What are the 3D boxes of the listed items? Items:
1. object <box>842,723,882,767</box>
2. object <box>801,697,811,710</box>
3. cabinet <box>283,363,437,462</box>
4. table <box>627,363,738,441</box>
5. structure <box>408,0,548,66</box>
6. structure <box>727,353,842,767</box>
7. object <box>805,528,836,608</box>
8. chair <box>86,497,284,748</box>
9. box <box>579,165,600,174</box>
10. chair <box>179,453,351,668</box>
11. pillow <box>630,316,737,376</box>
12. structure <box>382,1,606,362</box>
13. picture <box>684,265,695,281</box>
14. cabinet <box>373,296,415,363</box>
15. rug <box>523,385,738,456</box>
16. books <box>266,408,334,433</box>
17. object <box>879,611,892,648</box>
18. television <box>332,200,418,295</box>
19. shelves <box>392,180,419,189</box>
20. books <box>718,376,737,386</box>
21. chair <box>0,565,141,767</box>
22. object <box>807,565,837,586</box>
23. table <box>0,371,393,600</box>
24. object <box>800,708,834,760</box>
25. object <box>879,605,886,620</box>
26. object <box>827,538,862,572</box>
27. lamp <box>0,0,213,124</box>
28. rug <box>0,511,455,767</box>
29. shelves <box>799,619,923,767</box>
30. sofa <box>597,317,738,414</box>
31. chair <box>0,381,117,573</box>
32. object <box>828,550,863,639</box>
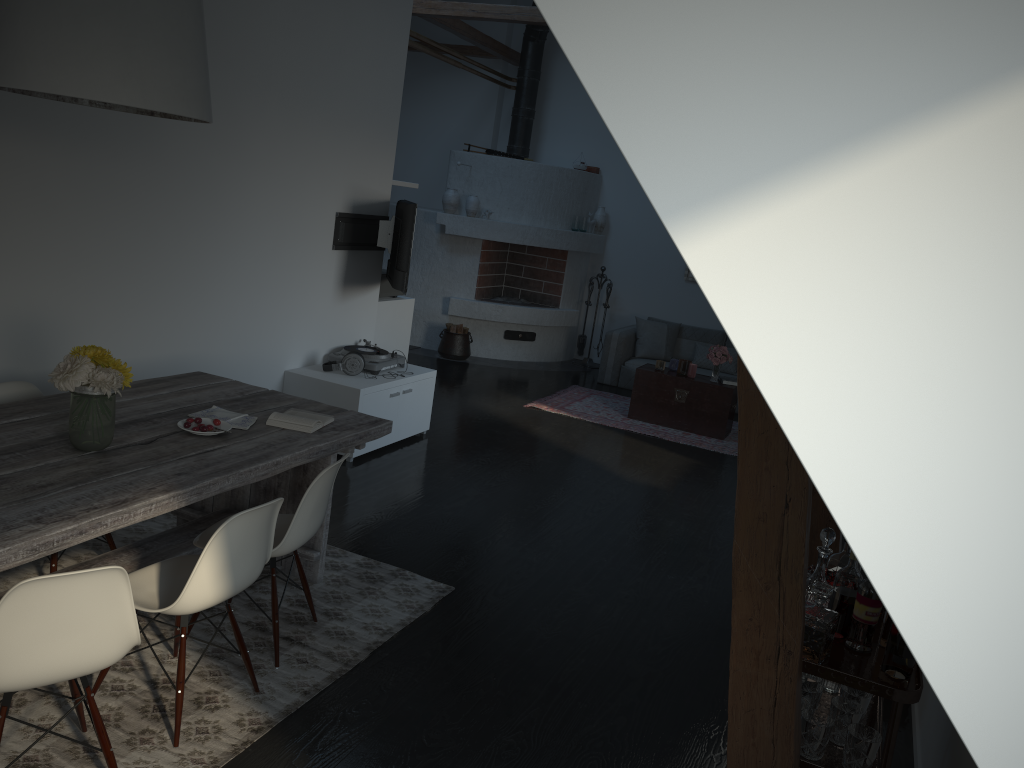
[{"bbox_3d":[0.995,1.049,2.536,0.095,0.119,0.095,5,12,-16],"label":"object"},{"bbox_3d":[0.849,1.007,2.686,0.092,0.099,0.092,8,12,-1],"label":"object"},{"bbox_3d":[-1.080,0.150,6.421,0.623,0.507,1.069,13,12,21],"label":"cabinet"},{"bbox_3d":[1.627,0.156,8.394,0.962,0.492,0.471,13,12,21],"label":"table"},{"bbox_3d":[-2.016,-3.600,6.372,10.230,3.562,15.910,14,13,26],"label":"structure"},{"bbox_3d":[1.545,0.392,3.590,1.023,1.963,12.350,13,12,21],"label":"structure"},{"bbox_3d":[0.964,0.588,2.780,0.114,0.292,0.114,7,12,-6],"label":"object"},{"bbox_3d":[-1.074,0.709,2.983,0.542,0.801,0.465,13,12,22],"label":"chair"},{"bbox_3d":[0.945,-2.630,10.881,0.229,0.078,0.127,13,12,21],"label":"box"},{"bbox_3d":[-0.955,0.622,3.489,0.542,0.801,0.465,10,12,7],"label":"chair"},{"bbox_3d":[2.318,-0.353,9.803,2.075,0.515,0.444,13,12,21],"label":"pillow"},{"bbox_3d":[-0.167,-2.873,11.311,3.058,4.752,3.049,15,13,29],"label":"structure"},{"bbox_3d":[2.594,-1.733,10.383,0.965,1.185,0.025,13,12,21],"label":"picture"},{"bbox_3d":[-1.397,-0.329,7.473,0.869,0.921,0.638,13,12,21],"label":"cabinet"},{"bbox_3d":[1.574,0.379,8.473,2.647,0.029,1.512,13,12,21],"label":"rug"},{"bbox_3d":[-0.905,0.147,3.812,0.202,0.042,0.251,10,12,9],"label":"books"},{"bbox_3d":[1.162,0.662,2.656,0.067,0.257,0.099,14,13,26],"label":"object"},{"bbox_3d":[-1.049,-1.054,6.535,0.537,0.652,1.005,6,12,-13],"label":"television"},{"bbox_3d":[-1.578,-1.738,7.249,1.604,0.038,0.478,13,12,21],"label":"shelves"},{"bbox_3d":[2.035,-0.029,8.293,0.179,0.034,0.243,8,12,-1],"label":"books"},{"bbox_3d":[-1.302,0.783,2.457,0.465,0.801,0.542,-2,16,-42],"label":"chair"},{"bbox_3d":[1.062,0.681,2.896,0.151,0.092,0.245,-1,15,-39],"label":"object"},{"bbox_3d":[-1.586,0.581,3.264,1.141,0.788,2.421,13,12,21],"label":"table"},{"bbox_3d":[0.876,1.022,2.580,0.095,0.119,0.095,5,12,-16],"label":"object"},{"bbox_3d":[1.224,0.600,2.844,0.073,0.320,0.073,11,12,12],"label":"object"},{"bbox_3d":[1.137,0.607,3.026,0.087,0.206,0.087,-2,16,-43],"label":"object"},{"bbox_3d":[-1.187,-2.292,2.664,0.757,2.813,0.697,5,12,-18],"label":"lamp"},{"bbox_3d":[-1.646,0.950,3.363,1.898,0.022,2.677,13,12,21],"label":"rug"},{"bbox_3d":[0.999,1.091,2.813,0.438,0.732,0.803,12,12,17],"label":"shelves"},{"bbox_3d":[2.312,-0.199,9.934,2.458,0.770,1.107,13,12,21],"label":"sofa"},{"bbox_3d":[-1.924,0.435,3.693,0.542,0.801,0.465,12,12,17],"label":"chair"},{"bbox_3d":[1.010,0.611,2.671,0.081,0.307,0.081,14,13,26],"label":"object"}]
